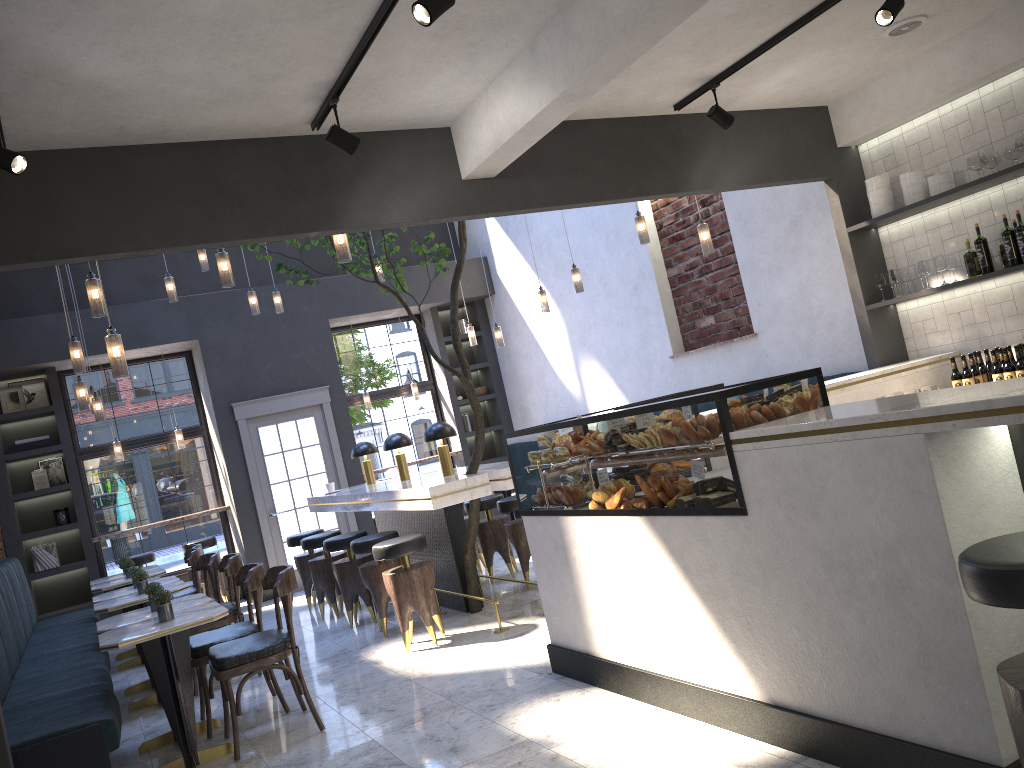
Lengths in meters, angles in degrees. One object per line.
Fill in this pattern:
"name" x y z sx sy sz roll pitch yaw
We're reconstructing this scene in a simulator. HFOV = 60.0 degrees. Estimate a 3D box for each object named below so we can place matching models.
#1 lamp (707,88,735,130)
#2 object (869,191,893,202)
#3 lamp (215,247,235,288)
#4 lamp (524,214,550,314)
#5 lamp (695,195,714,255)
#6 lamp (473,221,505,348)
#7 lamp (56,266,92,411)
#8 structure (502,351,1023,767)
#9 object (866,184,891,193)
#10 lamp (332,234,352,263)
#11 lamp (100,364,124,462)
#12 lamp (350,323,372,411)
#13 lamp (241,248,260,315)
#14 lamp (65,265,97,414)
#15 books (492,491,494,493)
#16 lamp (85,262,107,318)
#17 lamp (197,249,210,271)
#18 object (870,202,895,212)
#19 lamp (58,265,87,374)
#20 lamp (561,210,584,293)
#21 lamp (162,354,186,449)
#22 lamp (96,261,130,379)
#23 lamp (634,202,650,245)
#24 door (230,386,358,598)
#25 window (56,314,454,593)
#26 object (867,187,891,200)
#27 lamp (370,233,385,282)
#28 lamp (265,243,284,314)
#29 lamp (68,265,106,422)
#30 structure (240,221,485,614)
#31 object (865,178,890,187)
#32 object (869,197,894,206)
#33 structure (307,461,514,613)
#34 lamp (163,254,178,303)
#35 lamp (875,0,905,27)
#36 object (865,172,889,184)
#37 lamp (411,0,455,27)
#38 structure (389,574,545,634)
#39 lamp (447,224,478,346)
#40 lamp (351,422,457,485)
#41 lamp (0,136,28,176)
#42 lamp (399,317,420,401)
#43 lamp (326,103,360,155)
"lamp" 1.185 -1.573 5.074 0.157 0.235 0.088 -12 -2 -33
"object" 2.477 -1.241 5.955 0.153 0.075 0.154 -14 -2 31
"lamp" -2.276 -2.627 5.755 0.078 4.104 0.078 -13 -2 3
"lamp" -0.123 -2.692 8.670 0.078 4.104 0.078 -14 -2 25
"lamp" 0.967 -2.941 6.467 0.078 4.104 0.078 -11 -2 -42
"lamp" -0.573 -2.402 9.657 0.078 4.104 0.078 -11 -2 -42
"lamp" -3.684 -1.802 6.776 0.078 4.104 0.078 -12 -2 -20
"structure" 2.750 0.224 2.879 3.203 1.300 5.811 -12 -2 -27
"object" 2.463 -1.305 5.953 0.154 0.076 0.153 -13 -2 -6
"lamp" -1.425 -2.712 5.210 0.078 4.104 0.078 -13 -2 3
"lamp" -4.512 0.163 9.880 0.078 1.428 0.078 -13 -2 3
"lamp" -1.959 -0.369 11.199 0.078 1.428 0.078 -14 -2 25
"lamp" -2.904 -2.667 8.542 0.078 4.104 0.078 -11 -2 -42
"lamp" -4.362 -1.723 8.403 0.078 4.104 0.078 -11 -2 -42
"books" -0.320 1.433 11.693 0.320 0.030 0.214 -12 -2 -27
"lamp" -2.862 -2.397 5.234 0.078 4.104 0.078 -11 -2 -42
"lamp" -3.547 -3.147 9.000 0.078 4.104 0.078 -11 -2 -42
"object" 2.491 -1.180 5.955 0.152 0.074 0.154 -12 -2 -24
"lamp" -3.448 -2.077 6.208 0.078 4.104 0.078 -12 -2 -20
"lamp" 0.159 -2.828 8.071 0.078 4.104 0.078 -14 -2 25
"lamp" -3.938 0.044 10.176 0.078 1.428 0.078 -14 -2 25
"lamp" -2.462 -2.037 4.610 0.078 4.104 0.078 -11 -2 -42
"lamp" 0.602 -3.116 7.099 0.078 4.104 0.078 -11 -2 -42
"door" -2.420 1.210 10.164 1.131 2.218 0.152 -12 -2 -27
"window" -0.544 -1.473 5.419 6.400 5.363 12.723 -12 -2 -27
"object" 2.469 -1.270 5.954 0.153 0.060 0.153 -11 -3 -44
"lamp" -1.804 -3.050 9.193 0.078 4.104 0.078 -11 -2 -42
"lamp" -2.865 -2.742 9.276 0.078 4.104 0.078 -11 -2 -42
"lamp" -4.084 -1.669 7.888 0.078 4.104 0.078 -11 -2 -42
"structure" -0.854 -1.207 6.752 3.746 5.987 2.805 -13 -2 17
"object" 2.459 -1.335 5.953 0.153 0.067 0.153 -14 -2 19
"object" 2.486 -1.210 5.956 0.153 0.062 0.153 -13 -2 3
"structure" -0.754 1.329 7.540 0.989 1.050 3.494 -12 -2 -27
"lamp" -3.434 -2.724 7.866 0.078 4.104 0.078 -11 -2 -42
"lamp" 1.694 -1.730 4.002 0.157 0.235 0.088 -12 -2 -33
"object" 2.450 -1.365 5.951 0.153 0.070 0.153 -14 -2 20
"lamp" -0.274 -1.321 2.986 0.157 0.238 0.088 -12 -2 -33
"structure" -0.661 1.739 7.528 0.495 0.210 3.502 -12 -2 -27
"lamp" -0.891 -2.444 10.253 0.078 4.104 0.078 -11 -2 -42
"lamp" -0.246 -1.126 4.137 4.179 3.255 8.846 -11 -3 -44
"lamp" -1.974 -0.914 3.438 0.157 0.235 0.087 -13 -2 14
"lamp" -1.385 -0.488 11.495 0.078 1.428 0.078 -13 -2 3
"lamp" -0.783 -1.164 4.057 0.157 0.238 0.088 -12 -2 -33
